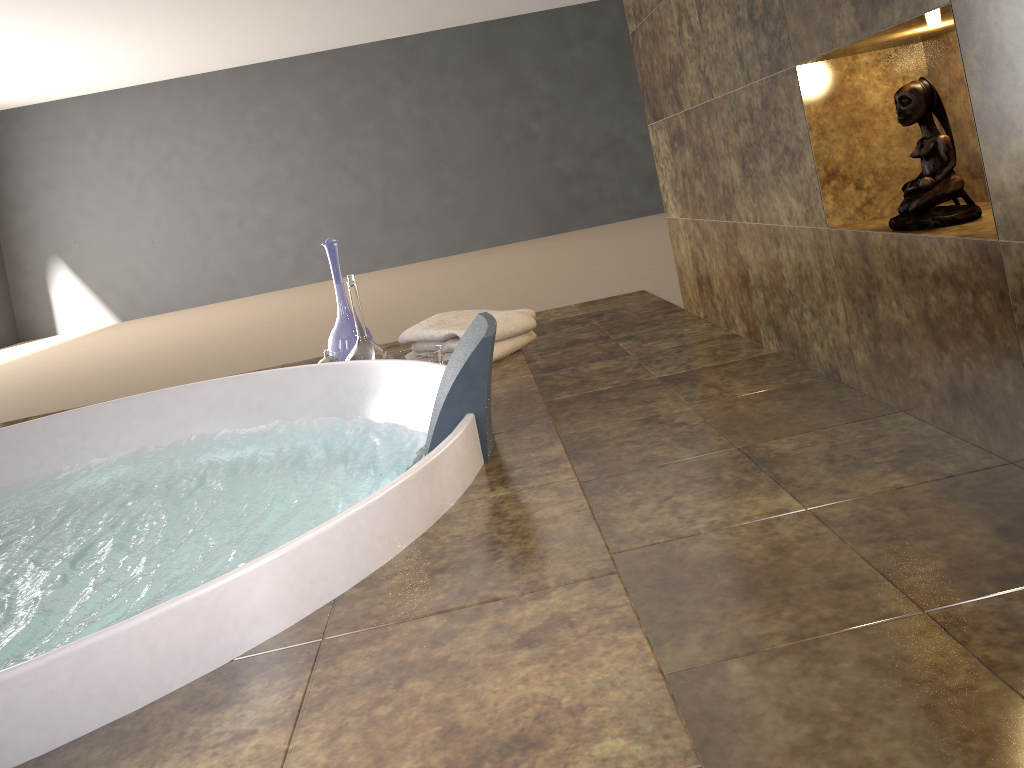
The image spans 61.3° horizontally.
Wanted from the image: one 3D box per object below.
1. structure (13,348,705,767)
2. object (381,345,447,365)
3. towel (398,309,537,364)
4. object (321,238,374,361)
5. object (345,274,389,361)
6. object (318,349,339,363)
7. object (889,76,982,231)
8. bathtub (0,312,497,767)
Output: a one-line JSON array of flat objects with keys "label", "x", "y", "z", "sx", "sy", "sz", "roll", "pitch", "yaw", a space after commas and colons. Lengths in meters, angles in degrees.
[{"label": "structure", "x": -0.889, "y": 0.340, "z": 1.570, "sx": 2.009, "sy": 0.122, "sz": 2.046, "roll": -12, "pitch": 12, "yaw": -2}, {"label": "object", "x": -0.257, "y": -0.044, "z": 2.279, "sx": 0.173, "sy": 0.074, "sz": 0.170, "roll": -15, "pitch": 11, "yaw": -21}, {"label": "towel", "x": -0.121, "y": -0.136, "z": 2.497, "sx": 0.335, "sy": 0.147, "sz": 0.332, "roll": -2, "pitch": 14, "yaw": 41}, {"label": "object", "x": -0.493, "y": -0.224, "z": 2.525, "sx": 0.136, "sy": 0.414, "sz": 0.137, "roll": -11, "pitch": 1, "yaw": 5}, {"label": "object", "x": -0.418, "y": -0.154, "z": 2.391, "sx": 0.130, "sy": 0.303, "sz": 0.131, "roll": -11, "pitch": 2, "yaw": 5}, {"label": "object", "x": -0.505, "y": -0.041, "z": 2.394, "sx": 0.059, "sy": 0.114, "sz": 0.056, "roll": -13, "pitch": 3, "yaw": -40}, {"label": "object", "x": 0.750, "y": -0.426, "z": 1.581, "sx": 0.152, "sy": 0.270, "sz": 0.153, "roll": -11, "pitch": 3, "yaw": -2}, {"label": "bathtub", "x": -0.890, "y": 0.332, "z": 1.572, "sx": 1.727, "sy": 0.514, "sz": 1.814, "roll": -5, "pitch": 13, "yaw": 28}]
